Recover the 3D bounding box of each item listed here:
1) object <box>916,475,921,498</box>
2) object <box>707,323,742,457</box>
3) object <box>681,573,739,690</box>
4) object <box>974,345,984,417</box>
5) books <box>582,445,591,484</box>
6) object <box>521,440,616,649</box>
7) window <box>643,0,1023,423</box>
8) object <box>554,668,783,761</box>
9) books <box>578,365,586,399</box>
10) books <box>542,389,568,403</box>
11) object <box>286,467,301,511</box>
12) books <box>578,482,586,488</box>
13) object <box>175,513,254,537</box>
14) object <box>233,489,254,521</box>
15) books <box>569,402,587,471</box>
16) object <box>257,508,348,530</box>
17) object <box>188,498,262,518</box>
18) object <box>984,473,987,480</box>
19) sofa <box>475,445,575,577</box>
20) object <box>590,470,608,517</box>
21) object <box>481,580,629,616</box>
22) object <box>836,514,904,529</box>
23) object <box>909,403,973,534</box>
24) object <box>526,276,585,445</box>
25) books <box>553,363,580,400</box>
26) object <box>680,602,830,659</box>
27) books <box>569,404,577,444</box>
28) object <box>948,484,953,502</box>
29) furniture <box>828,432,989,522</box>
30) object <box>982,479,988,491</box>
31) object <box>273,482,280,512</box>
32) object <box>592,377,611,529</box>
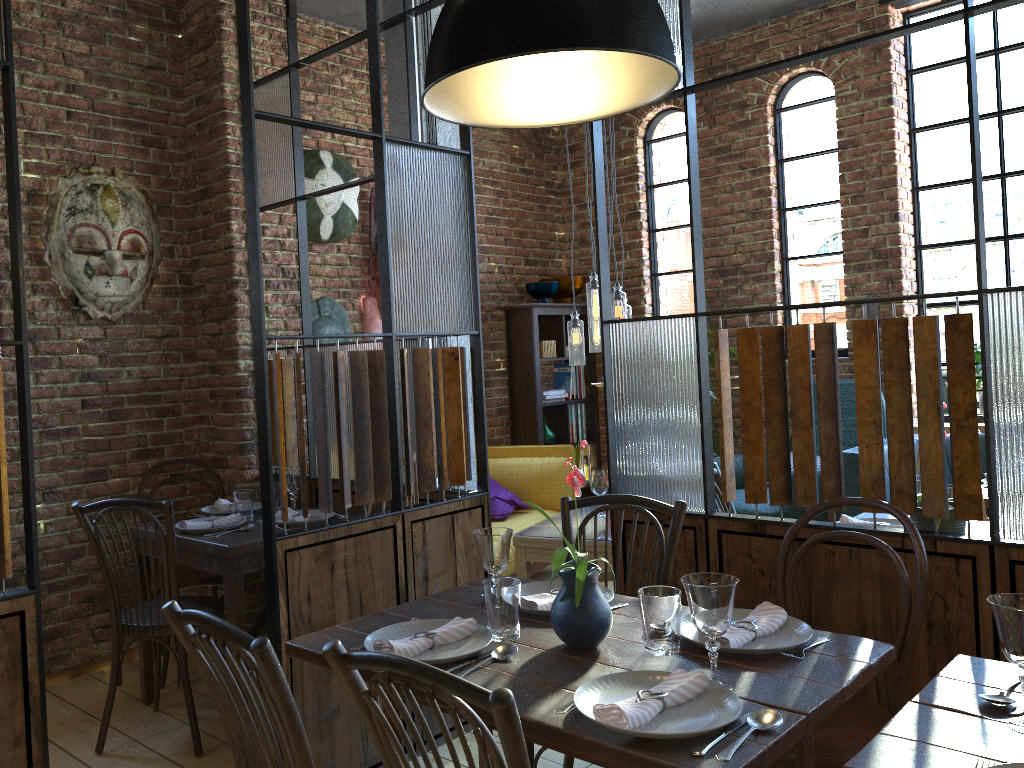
[{"bbox_3d":[1.158,0.365,2.535,0.101,0.192,0.095,-3,0,18],"label":"object"},{"bbox_3d":[1.022,0.340,5.561,0.887,1.528,0.702,-3,0,21],"label":"object"},{"bbox_3d":[0.352,0.439,1.550,0.095,0.192,0.102,-3,0,-27],"label":"object"},{"bbox_3d":[2.655,-0.108,4.655,0.373,0.663,0.530,-3,1,-25],"label":"object"},{"bbox_3d":[0.473,0.572,6.303,0.198,0.272,0.080,-2,0,42],"label":"books"},{"bbox_3d":[0.128,0.324,1.825,0.131,0.431,0.226,-3,0,-30],"label":"object"},{"bbox_3d":[1.820,-0.914,4.400,8.682,2.429,3.379,-3,1,10],"label":"window"},{"bbox_3d":[0.250,0.518,1.441,0.257,0.051,0.340,-5,2,-44],"label":"object"},{"bbox_3d":[0.444,-0.022,6.302,0.186,0.258,0.076,-2,0,42],"label":"books"},{"bbox_3d":[0.239,0.085,6.055,0.187,0.080,0.257,-2,2,42],"label":"books"},{"bbox_3d":[-0.892,0.441,3.590,0.095,0.192,0.102,-3,0,-27],"label":"object"},{"bbox_3d":[0.327,0.678,6.090,0.256,0.088,0.289,-2,2,44],"label":"books"},{"bbox_3d":[-1.149,0.532,3.387,0.257,0.051,0.340,-5,2,-44],"label":"object"},{"bbox_3d":[-1.077,0.488,3.544,0.082,0.119,0.086,-3,1,-17],"label":"object"},{"bbox_3d":[0.305,0.436,6.117,0.199,0.575,0.560,-3,1,41],"label":"books"},{"bbox_3d":[-0.813,0.512,3.454,0.310,0.051,0.282,-5,2,-44],"label":"object"},{"bbox_3d":[-1.202,0.524,3.747,0.310,0.051,0.282,-5,2,-44],"label":"object"},{"bbox_3d":[1.406,0.353,2.509,0.098,0.192,0.098,-3,0,0],"label":"object"},{"bbox_3d":[-0.347,0.817,4.786,0.821,0.762,1.919,-3,2,25],"label":"sofa"},{"bbox_3d":[0.439,0.547,4.408,0.090,0.228,0.092,-3,0,-10],"label":"object"},{"bbox_3d":[0.095,0.505,2.131,0.257,0.051,0.340,-5,2,-44],"label":"object"},{"bbox_3d":[1.113,0.434,2.678,0.310,0.051,0.282,-5,2,-44],"label":"object"},{"bbox_3d":[1.105,0.258,2.318,0.136,0.426,0.212,-3,0,-15],"label":"object"},{"bbox_3d":[0.318,0.142,6.117,0.342,1.761,0.582,-3,0,36],"label":"object"},{"bbox_3d":[0.372,-0.017,6.237,0.170,0.258,0.118,-3,1,42],"label":"books"},{"bbox_3d":[0.456,0.496,1.812,0.257,0.051,0.340,-5,2,-44],"label":"object"},{"bbox_3d":[0.368,0.279,6.198,0.180,0.272,0.081,-3,0,42],"label":"books"},{"bbox_3d":[1.366,0.382,2.791,0.088,0.119,0.081,-3,1,32],"label":"object"},{"bbox_3d":[2.874,0.655,3.525,2.734,0.822,1.303,-2,2,42],"label":"furniture"},{"bbox_3d":[2.137,0.413,3.725,0.310,0.051,0.282,-5,2,-44],"label":"object"},{"bbox_3d":[-1.016,0.480,3.723,0.082,0.119,0.086,-3,1,-17],"label":"object"},{"bbox_3d":[0.510,0.315,4.080,0.272,0.704,0.162,-3,0,34],"label":"object"}]
